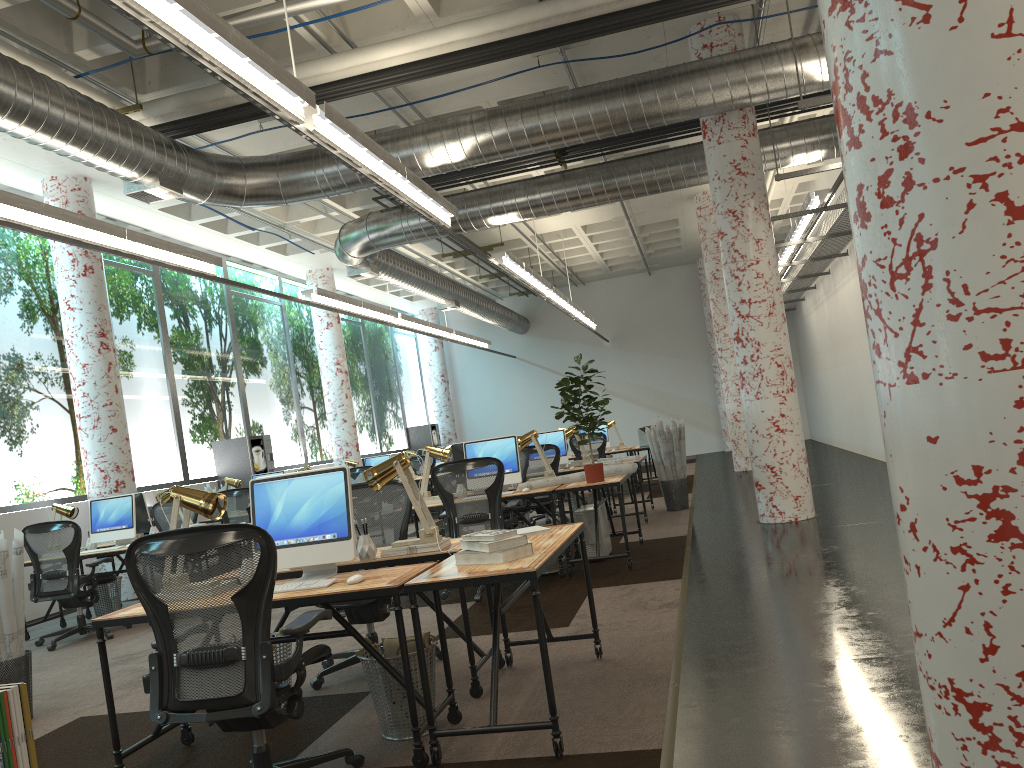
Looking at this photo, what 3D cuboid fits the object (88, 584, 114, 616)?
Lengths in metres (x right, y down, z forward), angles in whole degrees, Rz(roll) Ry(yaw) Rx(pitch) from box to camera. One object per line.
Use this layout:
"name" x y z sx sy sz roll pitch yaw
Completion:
"object" -4.179 2.179 9.002 0.235 0.403 0.119 -9 0 13

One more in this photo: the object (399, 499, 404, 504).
"object" -1.850 2.201 15.472 0.235 0.403 0.119 -9 0 13

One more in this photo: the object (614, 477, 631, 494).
"object" 1.804 1.595 14.591 0.359 0.435 0.353 -9 -1 8

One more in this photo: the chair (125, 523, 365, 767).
"chair" -1.034 1.049 3.346 0.770 1.085 0.793 -8 -1 -4

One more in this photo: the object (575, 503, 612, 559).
"object" 0.752 1.354 8.139 0.221 0.454 0.541 -9 -2 12

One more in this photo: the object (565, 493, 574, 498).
"object" 0.992 1.761 15.147 0.235 0.403 0.119 -9 0 13

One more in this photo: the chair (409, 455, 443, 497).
"chair" -1.736 1.987 17.981 0.770 1.085 0.793 -8 -1 -4

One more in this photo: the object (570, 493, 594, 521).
"object" 0.873 1.513 10.723 0.359 0.435 0.353 -9 -1 8

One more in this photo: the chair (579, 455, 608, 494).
"chair" 1.461 1.389 15.815 0.770 1.085 0.793 -8 -1 -4

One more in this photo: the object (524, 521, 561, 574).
"object" 0.276 1.404 7.647 0.359 0.435 0.353 -9 -1 8

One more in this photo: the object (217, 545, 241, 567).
"object" -3.972 2.361 12.445 0.354 0.398 0.352 -9 -2 31

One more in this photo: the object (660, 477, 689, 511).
"object" 2.061 1.390 11.139 0.352 0.398 0.354 -7 -2 -33

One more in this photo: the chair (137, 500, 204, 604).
"chair" -3.709 1.807 9.670 0.770 1.085 0.793 -8 -1 -4

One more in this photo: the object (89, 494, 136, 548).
"object" -3.802 1.321 8.479 0.484 0.485 0.189 -9 -1 12

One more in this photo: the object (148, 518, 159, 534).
"object" -3.610 1.457 8.920 0.101 0.209 0.102 -8 -1 -33

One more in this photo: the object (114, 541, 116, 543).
"object" -4.155 1.652 9.339 0.059 0.029 0.106 -9 -3 13

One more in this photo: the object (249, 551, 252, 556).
"object" -3.522 2.255 12.056 0.235 0.403 0.119 -9 0 13

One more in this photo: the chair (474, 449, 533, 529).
"chair" -0.066 1.198 8.870 0.770 1.085 0.793 -8 -1 -4

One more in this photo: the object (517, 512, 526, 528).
"object" 0.061 1.679 11.278 0.235 0.403 0.119 -9 0 13

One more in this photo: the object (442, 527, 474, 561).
"object" -0.516 1.558 8.278 0.359 0.435 0.353 -9 -1 8

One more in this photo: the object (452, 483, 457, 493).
"object" -1.167 2.281 18.646 0.235 0.403 0.119 -9 0 13

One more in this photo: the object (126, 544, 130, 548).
"object" -3.525 1.493 8.190 0.059 0.029 0.106 -9 -3 13

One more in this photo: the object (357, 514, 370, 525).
"object" -2.685 2.353 15.951 0.235 0.403 0.119 -9 0 13

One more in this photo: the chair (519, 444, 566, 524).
"chair" 0.328 1.233 10.133 0.770 1.085 0.793 -8 -1 -4

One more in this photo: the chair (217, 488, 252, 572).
"chair" -3.255 1.810 10.910 0.770 1.085 0.793 -8 -1 -4

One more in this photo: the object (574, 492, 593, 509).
"object" 0.896 1.527 10.799 0.235 0.403 0.119 -9 0 13

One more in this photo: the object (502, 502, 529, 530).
"object" 0.080 1.666 11.354 0.359 0.435 0.353 -9 -1 8

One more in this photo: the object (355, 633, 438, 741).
"object" -0.489 1.328 3.935 0.359 0.435 0.353 -9 -1 8

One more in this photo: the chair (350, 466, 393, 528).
"chair" -2.418 1.908 14.806 0.770 1.085 0.793 -8 -1 -4

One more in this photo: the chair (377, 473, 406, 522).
"chair" -2.216 1.981 16.619 0.770 1.085 0.793 -8 -1 -4

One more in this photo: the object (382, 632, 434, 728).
"object" -0.466 1.343 4.011 0.235 0.403 0.119 -9 0 13

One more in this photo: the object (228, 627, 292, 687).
"object" -1.282 1.482 4.567 0.359 0.435 0.353 -9 -1 8

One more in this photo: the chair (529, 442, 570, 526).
"chair" 0.530 1.307 11.946 0.770 1.085 0.793 -8 -1 -4

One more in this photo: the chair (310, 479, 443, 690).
"chair" -0.832 1.122 5.159 0.770 1.085 0.793 -8 -1 -4

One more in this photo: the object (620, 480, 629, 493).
"object" 1.827 1.609 14.667 0.235 0.403 0.119 -9 0 13

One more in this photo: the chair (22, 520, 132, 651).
"chair" -3.911 1.734 7.857 0.770 1.085 0.793 -8 -1 -4

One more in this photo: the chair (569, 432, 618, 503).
"chair" 1.259 1.315 14.002 0.770 1.085 0.793 -8 -1 -4

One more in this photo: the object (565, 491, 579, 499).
"object" 1.011 1.748 15.223 0.359 0.435 0.353 -9 -1 8

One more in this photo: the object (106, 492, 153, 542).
"object" -3.944 1.375 9.051 0.484 0.485 0.189 -9 -1 12

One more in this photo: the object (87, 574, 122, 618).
"object" -4.159 2.167 9.078 0.359 0.435 0.353 -9 -1 8

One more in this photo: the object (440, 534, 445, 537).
"object" -0.536 1.570 8.202 0.235 0.403 0.119 -9 0 13

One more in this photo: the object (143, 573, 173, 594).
"object" -3.366 2.013 8.447 0.359 0.435 0.353 -9 -1 8

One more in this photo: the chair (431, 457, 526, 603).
"chair" -0.268 1.125 7.057 0.770 1.085 0.793 -8 -1 -4

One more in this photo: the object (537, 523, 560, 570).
"object" 0.300 1.419 7.722 0.235 0.403 0.119 -9 0 13

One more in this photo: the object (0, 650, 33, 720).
"object" -2.973 1.797 5.165 0.352 0.398 0.354 -7 -2 -33

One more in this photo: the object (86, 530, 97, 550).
"object" -4.096 1.512 8.609 0.101 0.209 0.102 -8 -1 -33

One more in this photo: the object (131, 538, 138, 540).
"object" -3.838 1.607 9.262 0.439 0.017 0.118 -9 -3 12

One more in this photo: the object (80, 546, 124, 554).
"object" -3.839 1.550 8.266 0.439 0.017 0.118 -9 -3 12

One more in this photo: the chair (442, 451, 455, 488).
"chair" -1.534 2.060 19.794 0.770 1.085 0.793 -8 -1 -4
